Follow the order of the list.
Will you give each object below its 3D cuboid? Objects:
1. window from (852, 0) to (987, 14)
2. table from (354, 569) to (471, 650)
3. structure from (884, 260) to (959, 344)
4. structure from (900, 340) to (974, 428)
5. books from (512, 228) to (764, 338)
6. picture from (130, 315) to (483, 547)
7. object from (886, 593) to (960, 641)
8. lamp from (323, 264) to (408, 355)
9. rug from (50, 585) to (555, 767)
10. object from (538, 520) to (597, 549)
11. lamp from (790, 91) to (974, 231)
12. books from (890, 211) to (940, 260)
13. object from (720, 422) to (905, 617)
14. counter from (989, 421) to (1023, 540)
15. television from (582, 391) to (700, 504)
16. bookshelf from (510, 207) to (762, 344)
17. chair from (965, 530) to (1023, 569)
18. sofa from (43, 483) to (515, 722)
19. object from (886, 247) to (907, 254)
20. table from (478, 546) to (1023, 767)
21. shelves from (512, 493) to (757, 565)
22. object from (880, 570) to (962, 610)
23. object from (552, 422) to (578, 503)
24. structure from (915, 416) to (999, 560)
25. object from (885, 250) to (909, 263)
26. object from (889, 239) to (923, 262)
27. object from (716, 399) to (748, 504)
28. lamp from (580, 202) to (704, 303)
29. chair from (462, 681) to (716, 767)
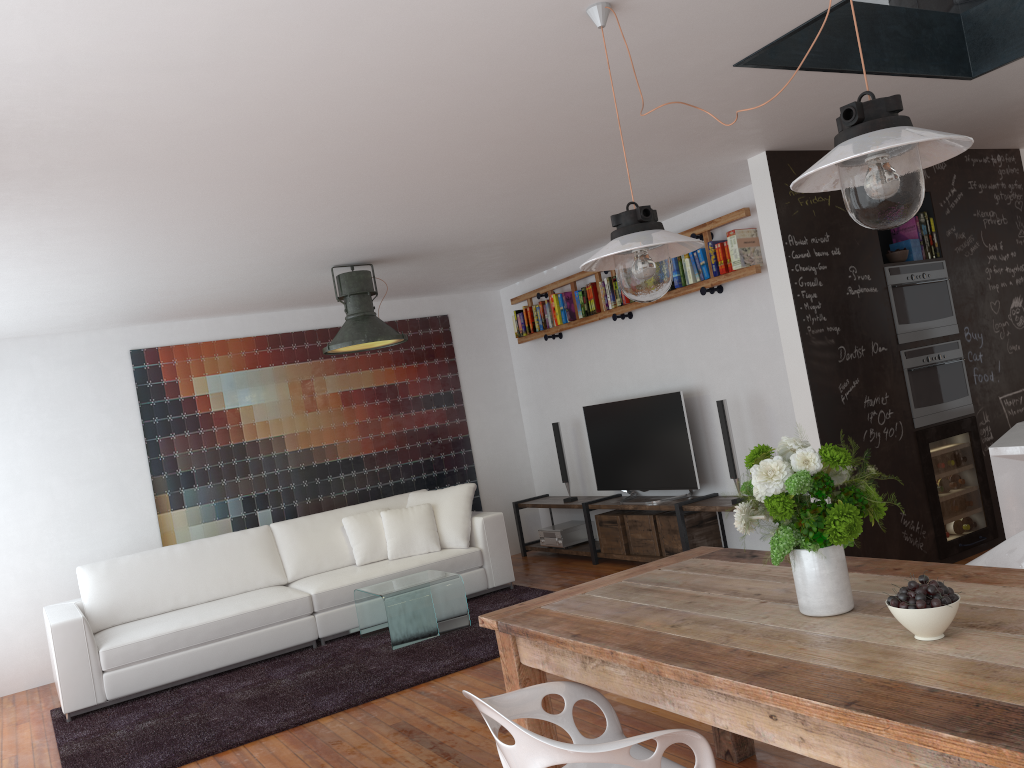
[{"bbox_3d":[2.117,-1.758,2.608,1.546,0.035,2.700,-9,-2,-30],"label":"window"},{"bbox_3d":[-0.668,1.472,5.856,0.551,0.337,0.565,-9,-2,-30],"label":"table"},{"bbox_3d":[2.498,-0.505,5.356,0.585,0.462,0.052,-9,-2,-30],"label":"structure"},{"bbox_3d":[2.586,-0.010,5.344,0.585,0.462,0.052,-9,-2,-30],"label":"structure"},{"bbox_3d":[1.543,-1.745,5.856,0.733,1.974,5.671,-9,-2,-41],"label":"books"},{"bbox_3d":[-1.590,0.598,7.530,2.770,2.136,0.007,-9,-2,-30],"label":"picture"},{"bbox_3d":[0.880,0.497,1.886,0.146,0.079,0.146,-10,-2,-22],"label":"object"},{"bbox_3d":[-1.031,-0.523,5.972,0.572,0.561,0.572,-9,-2,-25],"label":"lamp"},{"bbox_3d":[-1.039,1.710,5.500,3.193,0.019,1.895,-9,-2,-30],"label":"rug"},{"bbox_3d":[0.489,1.325,7.787,0.400,0.170,0.350,-9,-2,-31],"label":"object"},{"bbox_3d":[0.795,-0.486,1.928,0.372,0.306,0.372,-11,-2,21],"label":"lamp"},{"bbox_3d":[2.532,-0.912,5.606,0.152,0.303,0.230,-9,-2,-30],"label":"books"},{"bbox_3d":[0.758,0.326,2.248,0.432,0.476,0.371,-10,-1,11],"label":"object"},{"bbox_3d":[2.888,0.495,2.958,0.956,0.903,2.289,-9,-2,-30],"label":"counter"},{"bbox_3d":[0.975,0.502,6.782,0.298,0.786,1.230,-9,-2,-30],"label":"television"},{"bbox_3d":[0.820,-0.724,6.878,0.161,0.465,2.983,-9,-2,-30],"label":"bookshelf"},{"bbox_3d":[1.594,0.811,2.610,0.505,0.710,0.577,-9,-2,-40],"label":"chair"},{"bbox_3d":[-1.586,1.408,6.336,3.086,0.842,0.987,-9,-2,-30],"label":"sofa"},{"bbox_3d":[2.346,-0.801,5.386,0.116,0.042,0.077,-10,-2,-17],"label":"object"},{"bbox_3d":[0.832,0.928,2.240,0.969,0.735,1.910,-9,-2,-30],"label":"table"},{"bbox_3d":[1.078,1.118,6.766,0.414,0.506,3.473,-9,-2,-30],"label":"shelves"},{"bbox_3d":[0.871,0.448,1.887,0.141,0.095,0.159,-9,-2,-45],"label":"object"},{"bbox_3d":[0.444,0.668,7.616,0.089,0.687,0.089,-12,-2,45],"label":"object"},{"bbox_3d":[2.700,0.611,5.320,0.582,0.763,0.081,-9,-2,-30],"label":"structure"},{"bbox_3d":[2.346,-0.766,5.393,0.132,0.069,0.132,-10,-1,3],"label":"object"},{"bbox_3d":[2.444,-0.815,5.497,0.110,0.136,0.136,-9,-2,-37],"label":"object"},{"bbox_3d":[1.445,0.443,5.828,0.089,0.687,0.089,-10,-2,-20],"label":"object"},{"bbox_3d":[0.384,-0.394,2.646,0.372,0.306,0.372,-9,-2,-36],"label":"lamp"},{"bbox_3d":[0.189,1.052,2.216,0.505,0.710,0.577,-9,-2,-25],"label":"chair"}]
